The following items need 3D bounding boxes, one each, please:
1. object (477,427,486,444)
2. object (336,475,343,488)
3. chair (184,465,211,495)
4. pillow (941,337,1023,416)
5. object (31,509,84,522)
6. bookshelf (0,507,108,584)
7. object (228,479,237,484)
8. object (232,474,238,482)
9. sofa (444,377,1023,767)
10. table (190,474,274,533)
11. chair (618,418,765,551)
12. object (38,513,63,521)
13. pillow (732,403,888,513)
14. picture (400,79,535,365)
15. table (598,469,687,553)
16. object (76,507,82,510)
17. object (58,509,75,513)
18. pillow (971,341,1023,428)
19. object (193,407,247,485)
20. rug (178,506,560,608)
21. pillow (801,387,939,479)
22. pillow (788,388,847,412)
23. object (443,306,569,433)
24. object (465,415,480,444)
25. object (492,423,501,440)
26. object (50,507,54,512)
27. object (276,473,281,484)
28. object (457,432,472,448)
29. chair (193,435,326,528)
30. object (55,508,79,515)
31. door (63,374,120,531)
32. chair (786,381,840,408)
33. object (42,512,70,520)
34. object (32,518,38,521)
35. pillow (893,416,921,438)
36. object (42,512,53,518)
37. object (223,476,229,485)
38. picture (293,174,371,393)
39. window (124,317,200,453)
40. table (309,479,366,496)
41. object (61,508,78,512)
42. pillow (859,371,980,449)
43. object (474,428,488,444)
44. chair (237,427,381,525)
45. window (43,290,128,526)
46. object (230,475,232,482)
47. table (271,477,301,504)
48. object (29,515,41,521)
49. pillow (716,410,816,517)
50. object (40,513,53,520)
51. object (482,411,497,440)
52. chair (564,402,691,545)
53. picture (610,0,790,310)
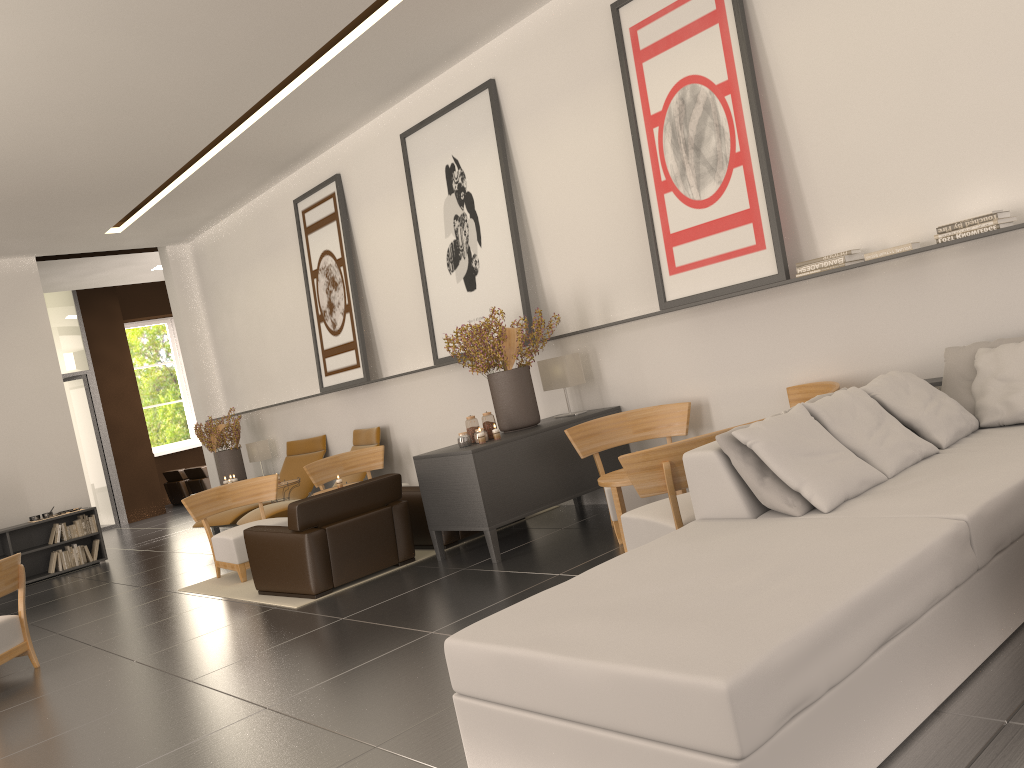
[{"bbox_3d":[-0.348,0.573,9.932,0.076,0.187,0.076,-13,1,-24],"label":"object"},{"bbox_3d":[-2.363,1.334,12.128,0.076,0.187,0.076,-13,1,-2],"label":"object"},{"bbox_3d":[-8.452,2.785,25.607,1.503,1.076,1.535,-13,1,-41],"label":"chair"},{"bbox_3d":[3.875,-0.027,7.138,0.645,0.658,0.881,-13,1,-41],"label":"pillow"},{"bbox_3d":[-8.679,2.507,16.890,0.895,0.003,0.670,-14,2,-38],"label":"object"},{"bbox_3d":[-9.241,3.205,16.303,3.087,1.079,0.739,-14,1,-41],"label":"bookshelf"},{"bbox_3d":[-5.442,1.929,17.314,0.111,0.187,0.208,-12,1,36],"label":"object"},{"bbox_3d":[-5.422,1.890,17.354,0.104,0.254,0.104,-12,1,10],"label":"object"},{"bbox_3d":[3.462,0.611,4.270,5.537,1.205,5.593,-14,2,-41],"label":"sofa"},{"bbox_3d":[-5.316,2.413,17.836,1.603,0.840,1.597,-14,2,-41],"label":"table"},{"bbox_3d":[1.523,0.967,7.151,1.453,1.226,1.150,-13,1,-16],"label":"chair"},{"bbox_3d":[-8.684,2.504,16.689,0.014,0.015,0.516,-12,2,41],"label":"object"},{"bbox_3d":[1.947,0.467,5.801,0.803,0.598,0.584,-13,1,-41],"label":"pillow"},{"bbox_3d":[-0.688,-2.144,12.384,0.385,3.493,2.189,-13,1,-41],"label":"picture"},{"bbox_3d":[1.313,1.201,8.301,0.868,0.803,0.871,-12,1,42],"label":"table"},{"bbox_3d":[-8.296,2.396,16.978,0.033,0.040,0.112,-12,1,38],"label":"object"},{"bbox_3d":[-8.549,2.431,17.019,0.514,0.015,0.014,-12,1,26],"label":"object"},{"bbox_3d":[3.947,-0.013,6.812,0.588,0.596,0.817,-13,1,-40],"label":"pillow"},{"bbox_3d":[-5.843,1.303,17.903,0.928,1.553,1.585,-13,1,-12],"label":"object"},{"bbox_3d":[-1.957,2.237,12.082,4.009,0.010,3.551,-14,2,-41],"label":"rug"},{"bbox_3d":[2.546,0.322,6.334,0.803,0.595,0.594,-13,1,-40],"label":"pillow"},{"bbox_3d":[2.511,0.345,6.480,0.921,0.591,0.556,-13,1,-41],"label":"pillow"},{"bbox_3d":[0.125,-0.254,10.881,1.424,1.553,1.434,-13,1,-28],"label":"object"},{"bbox_3d":[-0.449,0.517,10.251,0.157,0.325,0.158,-12,1,41],"label":"object"},{"bbox_3d":[-0.181,0.535,9.980,0.080,0.187,0.080,-13,1,-31],"label":"object"},{"bbox_3d":[-8.881,2.451,17.022,0.086,0.152,0.262,-12,1,17],"label":"object"},{"bbox_3d":[-4.034,1.627,15.259,0.080,0.187,0.080,-12,1,14],"label":"object"},{"bbox_3d":[-0.542,0.629,10.045,0.157,0.158,0.158,-12,1,22],"label":"object"},{"bbox_3d":[-4.501,1.944,16.124,1.297,1.486,2.426,-12,1,39],"label":"chair"},{"bbox_3d":[-8.540,2.452,17.060,0.405,0.034,0.293,-12,1,7],"label":"object"},{"bbox_3d":[-12.214,2.062,23.691,2.381,4.268,0.100,-13,0,-26],"label":"door"},{"bbox_3d":[2.608,0.695,8.400,1.150,1.226,1.452,-12,1,4],"label":"chair"},{"bbox_3d":[-8.609,2.487,16.705,0.516,0.015,0.014,-14,1,-42],"label":"object"},{"bbox_3d":[-8.942,2.548,16.641,0.112,0.040,0.034,-12,1,4],"label":"object"},{"bbox_3d":[3.153,0.228,7.067,0.920,0.510,0.614,-13,1,-39],"label":"pillow"},{"bbox_3d":[-8.885,2.506,16.968,0.188,0.082,0.188,-13,1,-26],"label":"object"},{"bbox_3d":[-5.588,1.927,17.336,0.108,0.254,0.108,-12,1,14],"label":"object"},{"bbox_3d":[-3.135,-1.673,15.274,0.385,3.493,1.597,-13,1,-41],"label":"picture"},{"bbox_3d":[-7.656,-2.313,20.062,99.332,20.579,48.530,-14,2,-41],"label":"window"},{"bbox_3d":[-2.275,1.839,12.132,0.798,0.904,0.796,-13,1,-18],"label":"table"},{"bbox_3d":[-8.547,2.429,17.074,0.514,0.015,0.014,-12,1,18],"label":"object"},{"bbox_3d":[3.180,0.174,6.907,0.799,0.580,0.624,-13,1,-40],"label":"pillow"},{"bbox_3d":[-0.353,0.586,10.065,0.157,0.158,0.158,-12,1,22],"label":"object"},{"bbox_3d":[-3.314,1.715,14.721,2.425,1.486,1.297,-13,1,-31],"label":"chair"},{"bbox_3d":[-15.150,1.189,20.965,10.331,7.380,0.100,-13,1,-41],"label":"window"},{"bbox_3d":[-5.515,1.908,17.436,0.104,0.254,0.104,-12,1,10],"label":"object"},{"bbox_3d":[-3.951,2.146,15.259,0.796,0.904,0.799,-12,1,27],"label":"table"},{"bbox_3d":[-9.054,2.547,16.824,0.188,0.082,0.188,-12,1,10],"label":"object"},{"bbox_3d":[1.863,0.504,5.909,0.921,0.577,0.548,-13,1,-41],"label":"pillow"},{"bbox_3d":[-8.790,2.503,16.719,0.086,0.058,0.292,-12,2,36],"label":"object"},{"bbox_3d":[-0.261,0.475,10.271,0.157,0.325,0.157,-13,1,-4],"label":"object"},{"bbox_3d":[1.418,0.929,9.596,1.452,1.226,1.151,-13,1,-1],"label":"chair"},{"bbox_3d":[1.910,-2.643,9.314,0.385,3.493,1.597,-13,1,-41],"label":"picture"}]
